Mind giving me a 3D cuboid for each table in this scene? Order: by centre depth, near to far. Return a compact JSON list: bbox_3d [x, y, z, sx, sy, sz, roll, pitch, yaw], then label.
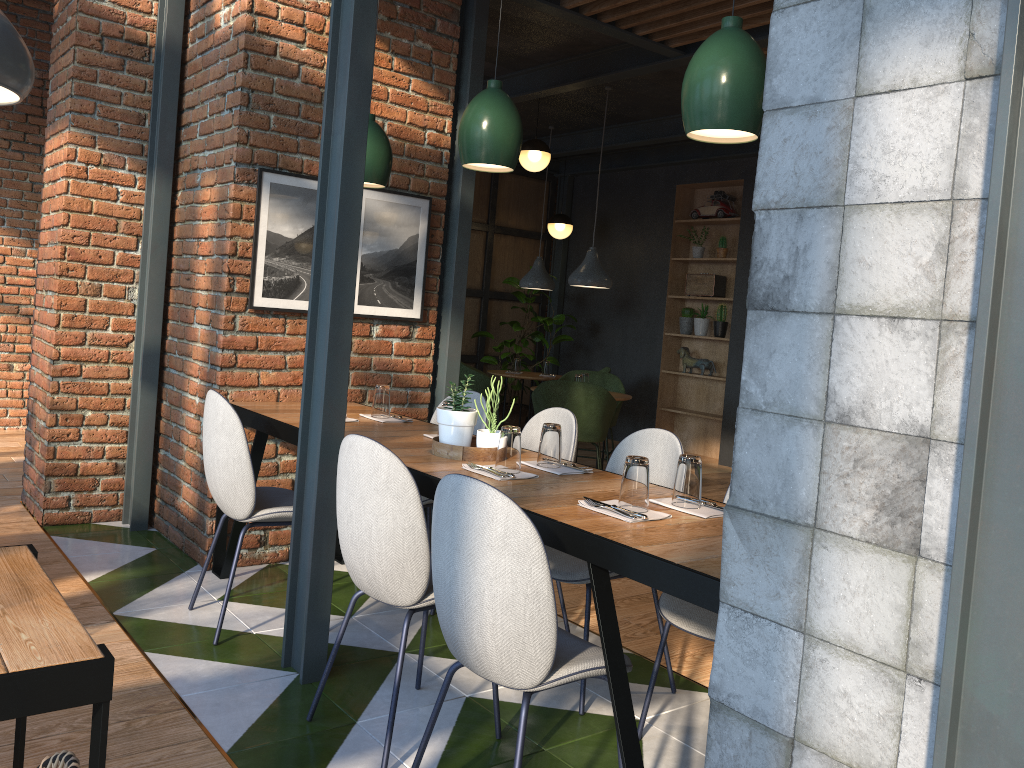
[{"bbox_3d":[-1.312,0.703,1.176,1.270,0.705,0.660,2,4,-38],"label":"table"},{"bbox_3d":[-0.208,0.619,3.038,0.657,0.764,2.781,2,5,-38],"label":"table"},{"bbox_3d":[0.522,0.405,7.054,0.807,0.686,0.809,5,3,3],"label":"table"},{"bbox_3d":[0.130,0.247,8.655,0.806,0.686,0.810,2,4,-38],"label":"table"}]

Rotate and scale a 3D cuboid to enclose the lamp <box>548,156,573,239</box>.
[{"bbox_3d":[0.656,-3.417,9.307,0.268,3.788,0.268,5,2,5],"label":"lamp"}]

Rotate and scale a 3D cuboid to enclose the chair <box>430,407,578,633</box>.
[{"bbox_3d":[-0.019,0.534,3.549,0.507,0.886,0.419,3,3,-31],"label":"chair"}]

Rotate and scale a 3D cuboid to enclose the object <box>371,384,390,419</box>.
[{"bbox_3d":[-0.555,0.073,3.768,0.080,0.138,0.080,6,3,25],"label":"object"}]

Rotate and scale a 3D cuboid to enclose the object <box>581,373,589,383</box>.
[{"bbox_3d":[0.586,-0.021,7.181,0.080,0.138,0.080,5,2,-1],"label":"object"}]

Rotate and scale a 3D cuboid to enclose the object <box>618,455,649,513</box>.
[{"bbox_3d":[0.322,0.260,2.315,0.080,0.138,0.080,5,3,15],"label":"object"}]

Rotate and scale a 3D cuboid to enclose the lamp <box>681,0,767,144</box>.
[{"bbox_3d":[0.619,-1.636,2.230,0.223,2.019,0.224,4,2,-35],"label":"lamp"}]

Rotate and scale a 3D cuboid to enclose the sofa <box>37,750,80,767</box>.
[{"bbox_3d":[-0.965,0.754,0.730,1.090,0.732,0.472,2,4,-38],"label":"sofa"}]

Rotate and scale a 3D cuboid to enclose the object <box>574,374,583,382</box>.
[{"bbox_3d":[0.517,-0.004,6.901,0.080,0.138,0.080,5,2,-1],"label":"object"}]

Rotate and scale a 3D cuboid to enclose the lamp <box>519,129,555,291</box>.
[{"bbox_3d":[0.428,-3.158,8.565,0.353,4.483,0.353,5,2,-3],"label":"lamp"}]

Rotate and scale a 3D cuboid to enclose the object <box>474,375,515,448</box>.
[{"bbox_3d":[-0.070,0.107,2.988,0.115,0.281,0.128,3,3,-42],"label":"object"}]

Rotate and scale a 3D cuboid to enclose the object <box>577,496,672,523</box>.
[{"bbox_3d":[0.285,0.323,2.320,0.157,0.019,0.243,1,6,-38],"label":"object"}]

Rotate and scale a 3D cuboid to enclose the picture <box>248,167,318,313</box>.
[{"bbox_3d":[-0.980,-0.644,4.072,0.429,0.630,0.015,3,3,-38],"label":"picture"}]

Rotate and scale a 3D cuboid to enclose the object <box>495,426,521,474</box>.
[{"bbox_3d":[-0.008,0.200,2.726,0.080,0.138,0.080,4,2,-15],"label":"object"}]

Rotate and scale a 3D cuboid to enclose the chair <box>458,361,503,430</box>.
[{"bbox_3d":[-0.356,0.143,8.628,0.515,0.817,0.640,4,3,-6],"label":"chair"}]

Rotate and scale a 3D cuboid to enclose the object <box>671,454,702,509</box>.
[{"bbox_3d":[0.482,0.265,2.422,0.080,0.138,0.080,4,2,-15],"label":"object"}]

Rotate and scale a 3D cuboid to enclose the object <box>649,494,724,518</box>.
[{"bbox_3d":[0.508,0.333,2.422,0.157,0.019,0.243,1,6,-38],"label":"object"}]

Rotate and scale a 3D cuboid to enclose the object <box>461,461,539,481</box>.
[{"bbox_3d":[-0.045,0.263,2.730,0.157,0.019,0.243,1,6,-38],"label":"object"}]

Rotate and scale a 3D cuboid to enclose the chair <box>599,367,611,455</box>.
[{"bbox_3d":[0.671,0.224,8.672,0.515,0.817,0.640,5,3,-1],"label":"chair"}]

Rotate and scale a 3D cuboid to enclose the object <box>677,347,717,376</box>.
[{"bbox_3d":[1.833,-0.228,8.805,0.150,0.257,0.523,3,4,-38],"label":"object"}]

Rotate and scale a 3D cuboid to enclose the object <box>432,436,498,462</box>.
[{"bbox_3d":[-0.146,0.218,3.021,0.254,0.046,0.251,7,5,26],"label":"object"}]

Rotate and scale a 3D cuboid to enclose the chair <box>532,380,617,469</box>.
[{"bbox_3d":[0.437,0.370,6.568,0.639,0.817,0.516,5,3,7],"label":"chair"}]

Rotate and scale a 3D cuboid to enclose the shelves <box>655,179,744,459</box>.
[{"bbox_3d":[1.924,-0.622,8.780,0.284,2.702,0.838,3,2,-38],"label":"shelves"}]

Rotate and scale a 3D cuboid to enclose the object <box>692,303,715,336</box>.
[{"bbox_3d":[1.876,-0.639,8.762,0.213,0.329,0.233,3,3,-32],"label":"object"}]

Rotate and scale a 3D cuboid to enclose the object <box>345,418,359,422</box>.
[{"bbox_3d":[-0.751,0.132,3.649,0.157,0.019,0.243,1,6,-39],"label":"object"}]

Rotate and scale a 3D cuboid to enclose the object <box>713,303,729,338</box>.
[{"bbox_3d":[2.025,-0.622,8.574,0.143,0.349,0.144,4,2,-21],"label":"object"}]

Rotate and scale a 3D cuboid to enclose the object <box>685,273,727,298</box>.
[{"bbox_3d":[1.922,-0.979,8.801,0.199,0.241,0.341,2,4,-43],"label":"object"}]

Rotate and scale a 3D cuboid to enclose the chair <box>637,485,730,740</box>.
[{"bbox_3d":[0.698,0.663,2.656,0.507,0.886,0.419,3,3,-42],"label":"chair"}]

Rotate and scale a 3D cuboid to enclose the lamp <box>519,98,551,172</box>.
[{"bbox_3d":[0.333,-3.641,7.270,0.269,3.788,0.268,6,2,31],"label":"lamp"}]

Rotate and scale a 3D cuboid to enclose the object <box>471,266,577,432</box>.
[{"bbox_3d":[0.173,-0.369,9.463,1.055,1.792,0.724,3,2,-28],"label":"object"}]

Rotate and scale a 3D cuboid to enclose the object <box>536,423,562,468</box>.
[{"bbox_3d":[0.125,0.199,2.884,0.080,0.138,0.080,5,3,15],"label":"object"}]

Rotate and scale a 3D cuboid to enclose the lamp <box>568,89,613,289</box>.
[{"bbox_3d":[0.801,-3.000,6.941,0.353,4.483,0.353,5,2,-3],"label":"lamp"}]

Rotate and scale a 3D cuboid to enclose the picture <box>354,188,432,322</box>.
[{"bbox_3d":[-0.602,-0.635,4.368,0.429,0.630,0.015,3,3,-38],"label":"picture"}]

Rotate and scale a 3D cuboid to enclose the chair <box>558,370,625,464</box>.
[{"bbox_3d":[0.633,0.307,7.580,0.639,0.817,0.515,5,3,12],"label":"chair"}]

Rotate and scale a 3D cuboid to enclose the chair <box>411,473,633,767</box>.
[{"bbox_3d":[0.036,0.648,2.149,0.507,0.886,0.419,3,3,-41],"label":"chair"}]

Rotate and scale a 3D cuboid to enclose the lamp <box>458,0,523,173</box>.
[{"bbox_3d":[0.001,-1.750,3.028,0.223,2.019,0.224,4,2,-35],"label":"lamp"}]

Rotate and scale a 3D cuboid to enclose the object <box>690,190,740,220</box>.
[{"bbox_3d":[2.001,-1.755,8.730,0.204,0.284,0.518,3,4,-38],"label":"object"}]

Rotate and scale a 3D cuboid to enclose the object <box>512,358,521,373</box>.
[{"bbox_3d":[0.049,-0.182,8.669,0.080,0.138,0.080,6,3,30],"label":"object"}]

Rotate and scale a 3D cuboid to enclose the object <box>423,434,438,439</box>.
[{"bbox_3d":[-0.209,0.203,3.322,0.157,0.019,0.243,1,6,-38],"label":"object"}]

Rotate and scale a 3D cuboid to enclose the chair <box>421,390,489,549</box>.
[{"bbox_3d":[-0.385,0.472,3.955,0.507,0.886,0.419,3,3,-42],"label":"chair"}]

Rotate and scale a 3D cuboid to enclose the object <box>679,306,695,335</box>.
[{"bbox_3d":[1.773,-0.646,8.953,0.190,0.295,0.173,6,3,26],"label":"object"}]

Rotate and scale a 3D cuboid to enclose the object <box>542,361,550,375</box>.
[{"bbox_3d":[0.336,-0.156,8.649,0.080,0.138,0.080,3,3,-30],"label":"object"}]

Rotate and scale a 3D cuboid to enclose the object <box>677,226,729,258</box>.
[{"bbox_3d":[1.897,-1.409,8.780,0.538,0.329,0.174,7,3,31],"label":"object"}]

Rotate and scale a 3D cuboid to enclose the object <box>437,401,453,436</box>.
[{"bbox_3d":[-0.235,0.135,3.322,0.080,0.138,0.080,6,3,25],"label":"object"}]

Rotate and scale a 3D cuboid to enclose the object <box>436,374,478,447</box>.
[{"bbox_3d":[-0.187,0.097,3.036,0.146,0.276,0.145,6,3,33],"label":"object"}]

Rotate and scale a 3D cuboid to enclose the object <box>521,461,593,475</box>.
[{"bbox_3d":[0.151,0.267,2.884,0.157,0.019,0.243,1,6,-38],"label":"object"}]

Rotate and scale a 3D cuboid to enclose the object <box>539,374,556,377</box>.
[{"bbox_3d":[0.351,-0.087,8.628,0.157,0.019,0.243,5,4,6],"label":"object"}]

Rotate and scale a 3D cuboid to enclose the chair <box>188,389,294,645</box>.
[{"bbox_3d":[-0.941,0.469,3.404,0.507,0.886,0.419,3,3,-32],"label":"chair"}]

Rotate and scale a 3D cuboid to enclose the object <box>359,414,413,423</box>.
[{"bbox_3d":[-0.529,0.142,3.767,0.157,0.019,0.243,1,6,-38],"label":"object"}]

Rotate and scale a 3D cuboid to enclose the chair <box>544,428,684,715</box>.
[{"bbox_3d":[0.315,0.598,3.083,0.507,0.886,0.419,3,3,-32],"label":"chair"}]

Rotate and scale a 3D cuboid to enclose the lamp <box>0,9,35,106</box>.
[{"bbox_3d":[-0.711,-2.677,1.222,0.353,4.483,0.353,5,2,14],"label":"lamp"}]

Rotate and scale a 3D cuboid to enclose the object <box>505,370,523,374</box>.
[{"bbox_3d":[0.022,-0.119,8.686,0.157,0.019,0.243,5,4,6],"label":"object"}]

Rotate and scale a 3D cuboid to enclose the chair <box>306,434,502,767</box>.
[{"bbox_3d":[-0.283,0.584,2.625,0.507,0.886,0.419,3,3,-42],"label":"chair"}]

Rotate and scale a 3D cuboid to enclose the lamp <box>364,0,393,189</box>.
[{"bbox_3d":[-0.544,-1.850,3.730,0.223,2.019,0.224,4,2,-35],"label":"lamp"}]
